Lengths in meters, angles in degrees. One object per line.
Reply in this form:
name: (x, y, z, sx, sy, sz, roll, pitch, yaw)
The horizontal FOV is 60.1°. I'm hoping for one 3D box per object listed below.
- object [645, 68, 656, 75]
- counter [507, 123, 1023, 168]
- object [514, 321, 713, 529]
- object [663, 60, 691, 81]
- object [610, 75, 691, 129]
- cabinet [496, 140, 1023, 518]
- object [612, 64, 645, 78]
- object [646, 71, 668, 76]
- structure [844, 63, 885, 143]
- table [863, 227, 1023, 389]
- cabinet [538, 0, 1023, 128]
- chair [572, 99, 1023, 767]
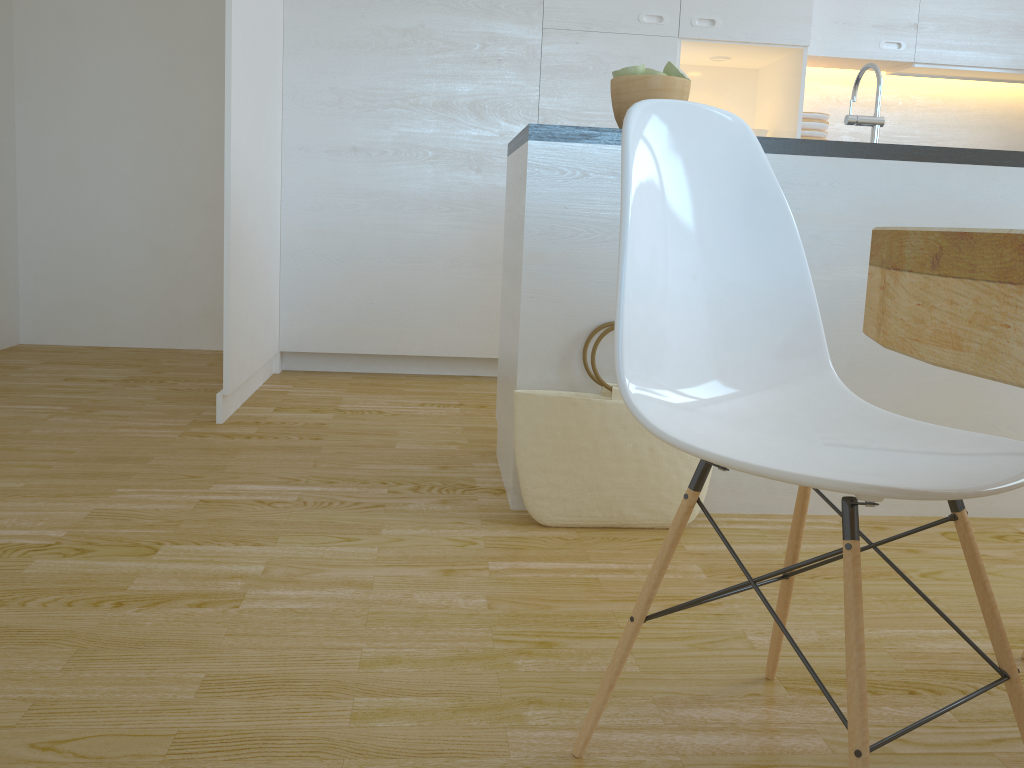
object: (0.363, -0.780, 2.327, 0.102, 0.098, 0.087, 5, 9, 15)
counter: (1.207, -0.621, 2.513, 2.400, 0.040, 0.606, 2, 11, -5)
object: (0.471, 0.185, 1.709, 0.471, 0.497, 1.199, -2, 11, -27)
object: (0.425, -0.798, 2.281, 0.074, 0.071, 0.078, 6, 9, 19)
object: (0.354, -0.710, 2.288, 0.206, 0.141, 0.206, -6, 13, -43)
cabinet: (1.185, -0.154, 2.570, 2.400, 0.903, 0.606, 2, 8, -5)
object: (0.297, -0.787, 2.266, 0.084, 0.065, 0.086, 4, 9, 7)
object: (0.370, -0.750, 2.249, 0.098, 0.085, 0.082, -5, 12, -40)
structure: (0.888, -0.723, 2.293, 0.097, 0.213, 0.163, 2, 8, -5)
table: (1.282, 0.313, 0.574, 2.189, 0.719, 1.205, 1, 10, -7)
cabinet: (1.691, -1.243, 4.250, 3.200, 2.283, 0.485, 2, 7, -5)
chair: (0.382, 0.083, 1.120, 0.430, 0.894, 0.527, -3, 10, -35)
